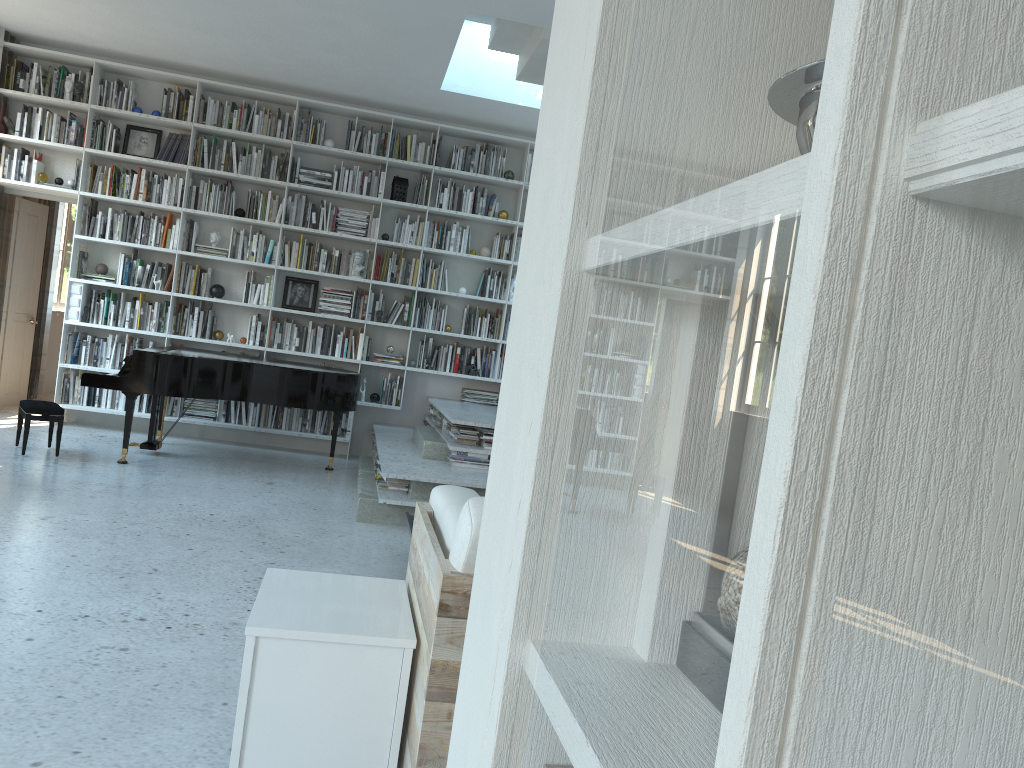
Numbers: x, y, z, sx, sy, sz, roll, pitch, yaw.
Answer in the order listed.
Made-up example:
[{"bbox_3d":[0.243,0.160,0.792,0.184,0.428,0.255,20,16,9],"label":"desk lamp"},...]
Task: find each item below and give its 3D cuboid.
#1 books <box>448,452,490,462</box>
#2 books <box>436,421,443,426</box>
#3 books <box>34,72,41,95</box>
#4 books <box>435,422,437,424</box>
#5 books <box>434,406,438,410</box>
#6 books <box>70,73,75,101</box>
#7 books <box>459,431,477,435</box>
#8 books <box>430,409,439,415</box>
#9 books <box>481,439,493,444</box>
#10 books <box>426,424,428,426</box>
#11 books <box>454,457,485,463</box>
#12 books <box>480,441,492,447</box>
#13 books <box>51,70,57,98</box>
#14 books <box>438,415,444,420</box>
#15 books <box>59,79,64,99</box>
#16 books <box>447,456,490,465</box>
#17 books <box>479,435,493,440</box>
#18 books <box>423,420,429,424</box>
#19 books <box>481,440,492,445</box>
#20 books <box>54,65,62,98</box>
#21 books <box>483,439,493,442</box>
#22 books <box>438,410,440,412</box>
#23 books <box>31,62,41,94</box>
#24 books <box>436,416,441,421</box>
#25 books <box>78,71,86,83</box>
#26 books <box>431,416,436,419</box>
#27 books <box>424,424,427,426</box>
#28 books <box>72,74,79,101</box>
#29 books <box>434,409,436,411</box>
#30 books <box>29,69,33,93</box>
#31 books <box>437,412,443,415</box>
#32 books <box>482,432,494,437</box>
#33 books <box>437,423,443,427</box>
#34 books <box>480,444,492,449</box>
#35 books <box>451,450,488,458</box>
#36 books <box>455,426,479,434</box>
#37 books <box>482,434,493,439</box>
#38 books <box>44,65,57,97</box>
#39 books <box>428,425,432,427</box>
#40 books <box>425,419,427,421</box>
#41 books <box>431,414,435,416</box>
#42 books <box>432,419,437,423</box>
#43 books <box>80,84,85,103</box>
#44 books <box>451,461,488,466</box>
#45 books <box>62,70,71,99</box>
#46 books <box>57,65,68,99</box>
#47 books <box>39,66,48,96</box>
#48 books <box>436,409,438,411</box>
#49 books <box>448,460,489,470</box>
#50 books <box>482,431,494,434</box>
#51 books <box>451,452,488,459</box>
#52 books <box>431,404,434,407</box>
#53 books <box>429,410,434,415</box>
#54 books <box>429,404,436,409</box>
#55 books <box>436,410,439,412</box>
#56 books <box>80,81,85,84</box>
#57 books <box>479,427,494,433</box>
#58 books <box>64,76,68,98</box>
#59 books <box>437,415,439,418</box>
[{"bbox_3d":[-0.303,0.516,6.264,0.292,0.012,0.159,8,2,-7],"label":"books"},{"bbox_3d":[-0.533,0.339,7.472,0.178,0.014,0.247,8,2,-12],"label":"books"},{"bbox_3d":[-4.031,-2.536,7.583,0.030,0.206,0.175,8,2,-10],"label":"books"},{"bbox_3d":[-0.587,0.343,7.755,0.183,0.012,0.296,8,2,-11],"label":"books"},{"bbox_3d":[-0.615,0.221,8.051,0.163,0.018,0.289,8,2,-11],"label":"books"},{"bbox_3d":[-3.769,-2.525,7.646,0.021,0.253,0.179,8,3,-10],"label":"books"},{"bbox_3d":[-0.327,0.345,6.472,0.132,0.009,0.269,8,2,-6],"label":"books"},{"bbox_3d":[-0.637,0.261,8.050,0.189,0.030,0.237,8,2,-13],"label":"books"},{"bbox_3d":[-0.106,0.421,6.403,0.215,0.013,0.189,8,2,-11],"label":"books"},{"bbox_3d":[-0.733,0.385,8.373,0.159,0.012,0.278,8,2,-11],"label":"books"},{"bbox_3d":[-0.304,0.528,6.260,0.210,0.012,0.168,8,2,-6],"label":"books"},{"bbox_3d":[-0.113,0.444,6.423,0.227,0.013,0.148,8,2,-12],"label":"books"},{"bbox_3d":[-3.919,-2.548,7.630,0.030,0.258,0.130,8,3,-10],"label":"books"},{"bbox_3d":[-0.525,0.289,7.469,0.179,0.017,0.292,8,2,-9],"label":"books"},{"bbox_3d":[-3.853,-2.503,7.631,0.024,0.187,0.159,8,2,-10],"label":"books"},{"bbox_3d":[-0.307,0.542,6.267,0.285,0.008,0.159,8,2,-12],"label":"books"},{"bbox_3d":[-0.106,0.398,6.415,0.260,0.009,0.153,8,2,-7],"label":"books"},{"bbox_3d":[-0.743,0.369,8.370,0.184,0.006,0.262,8,2,-9],"label":"books"},{"bbox_3d":[-0.112,0.432,6.427,0.207,0.012,0.131,8,2,-14],"label":"books"},{"bbox_3d":[-3.891,-2.567,7.620,0.014,0.304,0.145,8,3,-10],"label":"books"},{"bbox_3d":[-0.107,0.408,6.413,0.210,0.012,0.168,8,2,-9],"label":"books"},{"bbox_3d":[-0.560,0.248,7.753,0.160,0.010,0.179,8,2,-10],"label":"books"},{"bbox_3d":[-4.055,-2.579,7.585,0.028,0.283,0.189,8,3,-10],"label":"books"},{"bbox_3d":[-0.579,0.314,7.754,0.164,0.023,0.242,8,2,-6],"label":"books"},{"bbox_3d":[-3.725,-2.539,7.663,0.013,0.292,0.154,8,3,-10],"label":"books"},{"bbox_3d":[-0.634,0.324,8.055,0.173,0.017,0.233,8,2,-11],"label":"books"},{"bbox_3d":[-0.737,0.397,8.373,0.170,0.012,0.215,8,2,-10],"label":"books"},{"bbox_3d":[-3.744,-2.525,7.648,0.027,0.259,0.146,8,3,-10],"label":"books"},{"bbox_3d":[-0.624,0.245,8.051,0.171,0.007,0.206,8,2,-8],"label":"books"},{"bbox_3d":[-4.086,-2.555,7.592,0.024,0.227,0.157,8,3,-10],"label":"books"},{"bbox_3d":[-0.525,0.264,7.468,0.187,0.009,0.260,8,2,-11],"label":"books"},{"bbox_3d":[-0.102,0.369,6.418,0.221,0.018,0.154,8,2,-9],"label":"books"},{"bbox_3d":[-0.542,0.350,7.471,0.182,0.011,0.253,8,2,-6],"label":"books"},{"bbox_3d":[-0.113,0.459,6.409,0.216,0.015,0.177,8,2,-12],"label":"books"},{"bbox_3d":[-0.299,0.487,6.261,0.234,0.025,0.157,8,2,-15],"label":"books"},{"bbox_3d":[-0.329,0.333,6.471,0.149,0.014,0.228,8,2,-12],"label":"books"},{"bbox_3d":[-0.100,0.387,6.394,0.230,0.015,0.190,8,2,-5],"label":"books"},{"bbox_3d":[-3.947,-2.564,7.606,0.039,0.283,0.181,8,3,-10],"label":"books"},{"bbox_3d":[-0.635,0.393,7.758,0.181,0.017,0.249,8,2,-13],"label":"books"},{"bbox_3d":[-0.735,0.339,8.369,0.174,0.009,0.239,8,2,-8],"label":"books"},{"bbox_3d":[-0.680,0.293,8.340,0.163,0.017,0.232,8,2,-8],"label":"books"},{"bbox_3d":[-0.590,0.330,7.753,0.190,0.012,0.235,8,2,-12],"label":"books"},{"bbox_3d":[-3.688,-2.479,7.666,0.028,0.185,0.167,8,2,-10],"label":"books"},{"bbox_3d":[-0.308,0.549,6.268,0.264,0.006,0.164,8,2,-9],"label":"books"},{"bbox_3d":[-3.830,-2.544,7.639,0.013,0.275,0.158,8,3,-10],"label":"books"},{"bbox_3d":[-3.871,-2.570,7.634,0.029,0.315,0.129,8,3,-10],"label":"books"},{"bbox_3d":[-3.993,-2.559,7.582,0.057,0.263,0.190,8,3,-10],"label":"books"},{"bbox_3d":[-0.616,0.236,8.051,0.143,0.012,0.263,8,2,-5],"label":"books"},{"bbox_3d":[-0.307,0.565,6.249,0.262,0.023,0.200,8,2,-12],"label":"books"},{"bbox_3d":[-0.099,0.356,6.409,0.228,0.009,0.159,8,2,-14],"label":"books"},{"bbox_3d":[-0.304,0.504,6.275,0.257,0.010,0.132,8,2,-6],"label":"books"},{"bbox_3d":[-0.668,0.209,8.336,0.167,0.008,0.234,8,2,-11],"label":"books"},{"bbox_3d":[-0.686,0.275,8.338,0.175,0.017,0.265,8,2,-7],"label":"books"},{"bbox_3d":[-0.680,0.219,8.335,0.171,0.015,0.252,8,2,-15],"label":"books"},{"bbox_3d":[-0.566,0.256,7.752,0.167,0.008,0.234,8,2,-11],"label":"books"},{"bbox_3d":[-3.712,-2.493,7.664,0.023,0.205,0.145,8,3,-10],"label":"books"},{"bbox_3d":[-0.101,0.343,6.429,0.261,0.016,0.128,8,2,-11],"label":"books"},{"bbox_3d":[-3.817,-2.518,7.642,0.021,0.226,0.156,8,3,-10],"label":"books"},{"bbox_3d":[-0.565,0.296,7.755,0.154,0.018,0.220,8,2,-11],"label":"books"}]
